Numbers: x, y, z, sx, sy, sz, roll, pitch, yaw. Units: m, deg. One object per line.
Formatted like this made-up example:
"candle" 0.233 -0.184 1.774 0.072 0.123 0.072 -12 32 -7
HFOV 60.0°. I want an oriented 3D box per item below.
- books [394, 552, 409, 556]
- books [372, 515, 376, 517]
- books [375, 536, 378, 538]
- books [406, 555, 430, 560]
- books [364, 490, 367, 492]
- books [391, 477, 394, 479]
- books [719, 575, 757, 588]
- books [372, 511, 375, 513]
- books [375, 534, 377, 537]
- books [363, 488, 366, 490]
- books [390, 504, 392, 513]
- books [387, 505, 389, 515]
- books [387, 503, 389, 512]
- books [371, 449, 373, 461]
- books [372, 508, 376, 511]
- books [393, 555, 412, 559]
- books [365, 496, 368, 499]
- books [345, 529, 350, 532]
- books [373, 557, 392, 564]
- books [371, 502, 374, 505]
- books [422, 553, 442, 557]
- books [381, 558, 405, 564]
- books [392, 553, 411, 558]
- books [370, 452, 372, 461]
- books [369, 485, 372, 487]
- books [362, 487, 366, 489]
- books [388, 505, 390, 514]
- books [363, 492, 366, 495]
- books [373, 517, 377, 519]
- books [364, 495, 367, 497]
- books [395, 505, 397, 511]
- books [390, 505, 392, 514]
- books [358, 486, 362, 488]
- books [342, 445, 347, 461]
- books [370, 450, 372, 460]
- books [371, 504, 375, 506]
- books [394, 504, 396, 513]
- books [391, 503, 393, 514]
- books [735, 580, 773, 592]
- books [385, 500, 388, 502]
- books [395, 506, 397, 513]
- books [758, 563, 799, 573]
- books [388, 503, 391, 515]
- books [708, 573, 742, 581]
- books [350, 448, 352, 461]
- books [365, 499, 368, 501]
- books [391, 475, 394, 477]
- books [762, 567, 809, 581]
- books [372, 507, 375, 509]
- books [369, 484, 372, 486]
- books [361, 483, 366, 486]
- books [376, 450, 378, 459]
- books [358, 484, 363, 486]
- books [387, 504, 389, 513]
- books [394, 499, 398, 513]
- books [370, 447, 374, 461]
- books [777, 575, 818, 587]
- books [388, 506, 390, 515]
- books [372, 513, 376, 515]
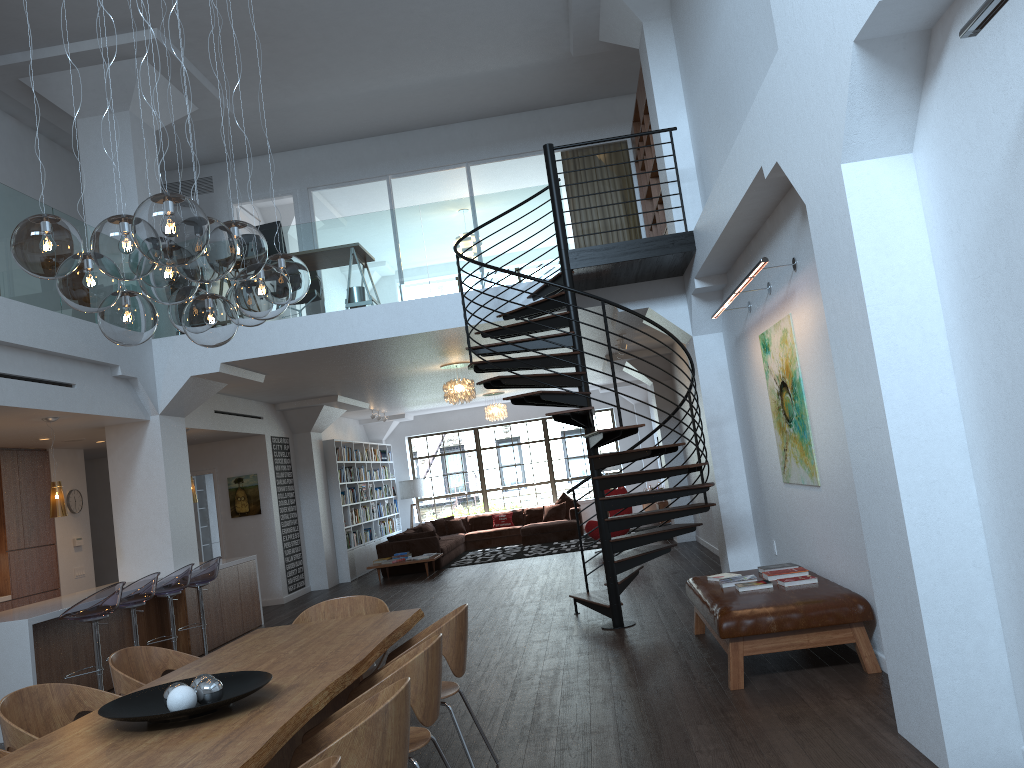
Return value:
"books" -1.828 2.819 14.724 0.224 0.027 0.157 -9 -6 9
"books" -2.789 2.589 17.288 0.251 0.037 0.160 -9 -6 9
"books" -2.769 2.992 17.218 0.284 0.035 0.197 -8 -6 4
"books" -1.525 2.801 14.284 0.342 0.040 0.231 -13 -8 44
"books" -2.877 2.052 16.892 0.183 0.042 0.253 -8 -6 4
"books" -2.728 2.055 19.276 0.284 0.035 0.197 -12 -7 34
"books" 1.585 1.382 6.213 0.247 0.040 0.185 -9 -6 7
"books" -2.789 2.509 17.306 0.231 0.044 0.168 -8 -6 -1
"books" -2.773 2.958 17.221 0.284 0.033 0.197 -7 -6 -11
"books" -2.888 2.018 16.902 0.161 0.033 0.223 -8 -6 4
"books" -2.634 2.673 18.822 0.161 0.221 0.035 -8 -6 3
"books" -2.661 2.631 18.465 0.161 0.223 0.030 -8 -6 4
"books" -2.665 2.631 18.569 0.171 0.246 0.036 -8 -6 4
"books" -2.888 1.450 17.834 0.171 0.246 0.057 -8 -6 4
"books" -2.800 2.468 17.302 0.253 0.040 0.183 -8 -6 4
"books" -1.819 2.885 14.715 0.312 0.037 0.216 -7 -6 -6
"books" -2.858 2.176 16.873 0.160 0.039 0.251 -9 -6 9
"books" -2.903 2.520 15.198 0.223 0.027 0.161 -9 -6 13
"books" -2.138 2.922 14.678 0.241 0.045 0.334 -8 -6 5
"books" -2.799 2.347 17.306 0.185 0.041 0.129 -10 -6 18
"books" -1.345 2.810 14.615 0.256 0.035 0.350 -11 -6 29
"books" -1.921 2.861 14.320 0.236 0.035 0.340 -11 -6 29
"books" -1.829 2.851 14.723 0.279 0.035 0.191 -9 -6 14
"books" -2.903 1.433 17.648 0.189 0.247 0.057 -8 -6 4
"books" -2.854 2.003 17.244 0.223 0.031 0.161 -8 -6 4
"books" -2.904 1.993 16.929 0.223 0.027 0.161 -7 -6 -7
"books" -2.673 2.648 18.646 0.168 0.231 0.045 -8 -6 4
"books" -2.879 2.095 16.892 0.168 0.045 0.231 -8 -6 -1
"books" -2.782 2.625 17.282 0.246 0.038 0.171 -8 -6 4
"books" -2.888 2.139 16.875 0.180 0.042 0.259 -8 -6 4
"books" -2.598 2.713 19.287 0.161 0.213 0.146 -8 -6 4
"books" -2.647 2.648 18.789 0.160 0.251 0.039 -8 -6 4
"books" -2.907 1.926 16.512 0.174 0.045 0.240 -8 -6 3
"books" -3.051 1.253 15.846 0.176 0.293 0.125 -8 -6 4
"books" -2.884 1.410 17.700 0.140 0.298 0.044 -8 -6 4
"books" -2.791 2.379 17.309 0.208 0.024 0.144 -9 -6 9
"books" -2.605 2.686 19.138 0.172 0.235 0.112 -8 -6 4
"books" -2.635 2.671 18.910 0.168 0.228 0.139 -8 -6 4
"books" 1.621 1.352 5.946 0.224 0.032 0.161 -8 -6 4
"books" -2.709 2.448 18.429 0.224 0.030 0.161 -9 -6 14
"books" -2.596 2.706 19.236 0.161 0.213 0.118 -8 -6 4
"books" 1.966 1.363 6.546 0.254 0.044 0.183 -8 -6 -1
"books" -2.655 2.638 18.688 0.183 0.253 0.042 -8 -6 4
"books" 1.563 1.423 6.533 0.161 0.031 0.223 -6 -6 -18
"books" -3.013 1.301 16.196 0.182 0.255 0.077 -8 -6 4
"books" -2.849 2.214 16.871 0.171 0.039 0.246 -8 -6 4
"books" -2.732 2.021 19.280 0.284 0.033 0.197 -10 -6 19
"books" 1.921 1.336 6.231 0.283 0.043 0.197 -8 -6 3
"books" -2.798 2.434 17.312 0.223 0.032 0.161 -8 -6 4
"books" -2.858 1.975 17.255 0.224 0.030 0.161 -9 -6 14
"books" -2.886 1.930 16.921 0.129 0.043 0.185 -10 -6 18
"books" -2.852 1.486 18.262 0.160 0.250 0.026 -8 -6 4
"books" -2.906 1.887 16.493 0.223 0.027 0.161 -9 -6 13
"books" -2.674 2.623 18.501 0.183 0.253 0.039 -8 -6 4
"books" -2.594 2.682 19.391 0.176 0.290 0.053 -8 -6 4
"books" -2.887 1.436 17.918 0.176 0.290 0.053 -8 -6 4
"books" 1.898 1.311 5.901 0.224 0.036 0.161 -8 -6 -2
"books" -2.665 2.632 18.606 0.160 0.251 0.036 -8 -6 4
"books" -2.796 2.554 17.316 0.259 0.040 0.180 -8 -6 4
